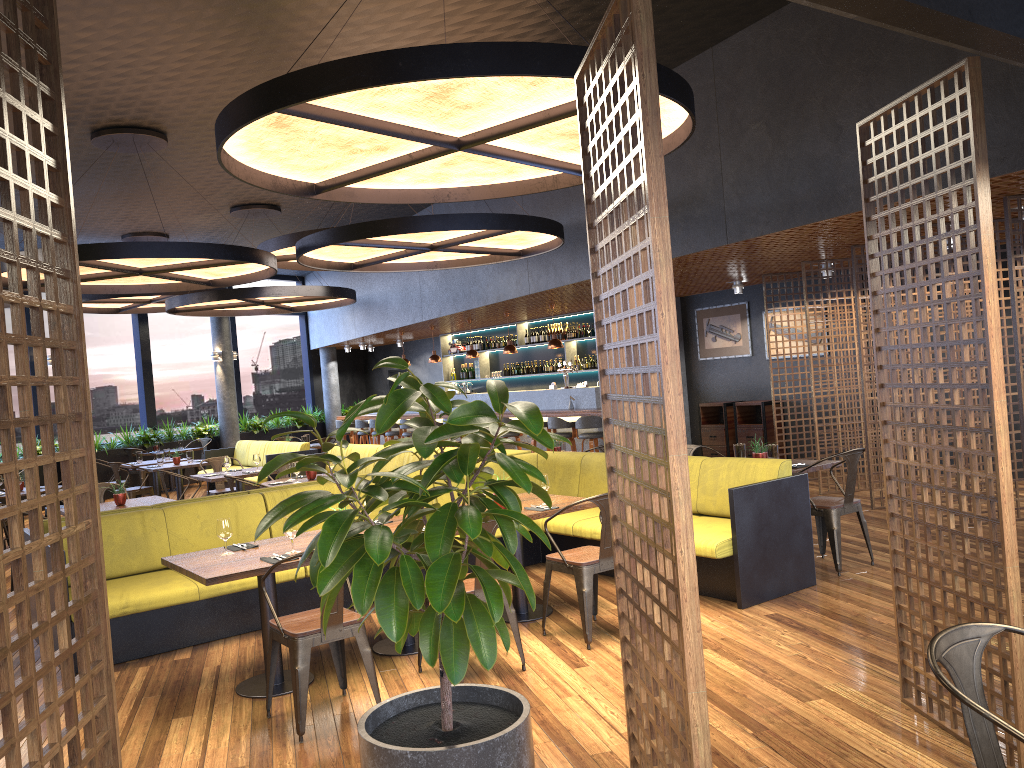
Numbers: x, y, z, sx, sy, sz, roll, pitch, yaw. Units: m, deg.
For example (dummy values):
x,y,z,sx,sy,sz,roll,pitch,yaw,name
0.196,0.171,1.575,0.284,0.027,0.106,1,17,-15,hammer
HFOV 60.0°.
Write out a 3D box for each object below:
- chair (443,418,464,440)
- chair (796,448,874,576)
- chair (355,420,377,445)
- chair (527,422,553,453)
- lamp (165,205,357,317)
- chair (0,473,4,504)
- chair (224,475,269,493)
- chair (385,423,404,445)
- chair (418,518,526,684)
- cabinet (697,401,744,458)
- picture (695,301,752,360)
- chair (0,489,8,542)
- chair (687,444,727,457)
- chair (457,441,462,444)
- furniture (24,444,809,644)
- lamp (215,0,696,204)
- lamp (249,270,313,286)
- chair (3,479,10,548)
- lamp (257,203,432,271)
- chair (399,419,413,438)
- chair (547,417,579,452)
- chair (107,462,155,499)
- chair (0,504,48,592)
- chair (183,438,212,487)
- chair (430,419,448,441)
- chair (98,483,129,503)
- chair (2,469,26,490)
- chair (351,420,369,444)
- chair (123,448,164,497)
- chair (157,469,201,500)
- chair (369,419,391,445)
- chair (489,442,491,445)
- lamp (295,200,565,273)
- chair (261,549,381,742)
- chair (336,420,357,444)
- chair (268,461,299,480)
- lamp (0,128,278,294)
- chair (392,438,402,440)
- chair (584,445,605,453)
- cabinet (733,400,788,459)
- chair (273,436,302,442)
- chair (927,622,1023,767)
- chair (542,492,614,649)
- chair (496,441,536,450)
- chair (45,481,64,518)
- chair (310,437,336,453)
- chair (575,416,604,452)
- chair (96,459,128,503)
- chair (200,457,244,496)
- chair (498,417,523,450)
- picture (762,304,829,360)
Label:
x,y,z,sx,sy,sz,roll,pitch,yaw,name
-0.892,1.076,14.762,0.438,1.048,0.483,-5,1,-7,chair
2.433,0.945,6.775,0.504,0.917,0.541,-5,1,-35,chair
-2.833,1.209,17.563,0.483,1.048,0.438,-4,1,26,chair
0.448,0.984,12.995,0.483,1.048,0.438,-4,1,26,chair
-3.823,-1.899,13.440,2.778,1.475,2.778,-4,1,19,lamp
-7.089,1.674,11.911,0.541,0.917,0.504,-5,1,-5,chair
-2.554,1.332,8.853,0.541,0.917,0.504,-5,1,-35,chair
-2.143,1.163,16.484,0.438,1.048,0.483,-5,1,-7,chair
-0.246,1.180,5.026,0.504,0.917,0.541,-5,1,-35,chair
3.176,0.779,13.383,0.473,1.007,0.553,-5,1,-36,cabinet
3.209,-0.795,13.524,0.028,0.809,1.039,-5,1,-36,picture
-5.950,1.598,10.122,0.504,0.917,0.541,-5,1,4,chair
1.722,0.993,7.774,0.504,0.917,0.541,-5,1,-35,chair
-0.695,1.159,11.156,0.504,0.917,0.541,-5,1,-35,chair
-1.865,1.285,8.267,4.895,0.914,7.462,-5,1,-40,furniture
-0.371,-2.105,5.314,2.778,1.475,2.778,-5,1,-35,lamp
-4.765,-2.104,18.267,1.979,1.093,1.979,-4,1,18,lamp
-6.364,1.624,10.934,0.541,0.917,0.504,-4,1,36,chair
-1.852,-2.218,11.323,2.778,1.159,2.778,-5,1,15,lamp
-1.755,1.137,15.868,0.438,1.048,0.483,-5,1,-16,chair
0.754,0.964,12.450,0.438,1.048,0.483,-5,1,-7,chair
-5.375,1.528,12.535,0.504,0.917,0.541,-4,1,32,chair
-4.234,1.479,7.858,0.541,0.917,0.504,-5,1,-35,chair
-6.213,1.550,17.576,0.504,0.917,0.541,-4,1,20,chair
-1.244,1.100,15.350,0.483,1.048,0.438,-4,1,26,chair
-4.045,1.455,8.790,0.504,0.917,0.541,-5,1,-35,chair
-8.031,1.729,14.340,0.504,0.917,0.541,-4,1,18,chair
-3.266,1.229,19.191,0.483,1.048,0.438,-5,1,-7,chair
-6.846,1.612,16.409,0.504,0.917,0.541,-4,1,29,chair
-3.829,1.422,10.378,0.541,0.917,0.504,-5,1,-35,chair
-2.477,1.184,17.084,0.483,1.048,0.438,-4,1,26,chair
-0.434,1.044,14.187,0.483,1.048,0.438,-5,1,15,chair
-0.895,-2.099,9.293,2.778,1.475,2.778,-5,1,-32,lamp
-0.976,1.244,4.503,0.504,0.917,0.541,-5,1,-35,chair
-3.346,1.245,18.207,0.483,1.048,0.438,-4,1,26,chair
-2.403,1.312,9.723,0.504,0.917,0.541,-5,1,-35,chair
-3.962,-1.849,9.336,2.778,1.475,2.778,-5,1,14,lamp
-1.417,1.209,12.169,0.504,0.917,0.541,-5,1,-35,chair
0.857,1.053,8.950,0.504,0.917,0.541,-5,1,-35,chair
3.580,0.752,12.818,0.473,1.007,0.553,-5,1,-36,cabinet
-3.836,1.376,15.410,0.504,0.917,0.541,-5,1,-35,chair
1.320,1.079,2.090,0.504,0.917,0.541,-5,1,-35,chair
0.489,1.115,5.553,0.504,0.917,0.541,-5,1,-35,chair
0.135,1.103,9.965,0.504,0.917,0.541,-5,1,-35,chair
-5.488,1.552,10.957,0.541,0.917,0.504,-5,1,-35,chair
-3.104,1.326,14.382,0.504,0.917,0.541,-5,1,-35,chair
1.104,0.939,11.977,0.438,1.048,0.483,-5,1,-44,chair
-6.260,1.589,13.817,0.541,0.917,0.504,-5,1,-17,chair
-3.676,1.401,11.347,0.504,0.917,0.541,-5,1,-35,chair
-0.007,1.015,13.624,0.438,1.048,0.483,-5,1,-21,chair
3.971,-0.723,12.470,0.028,0.697,1.039,-5,1,-36,picture
